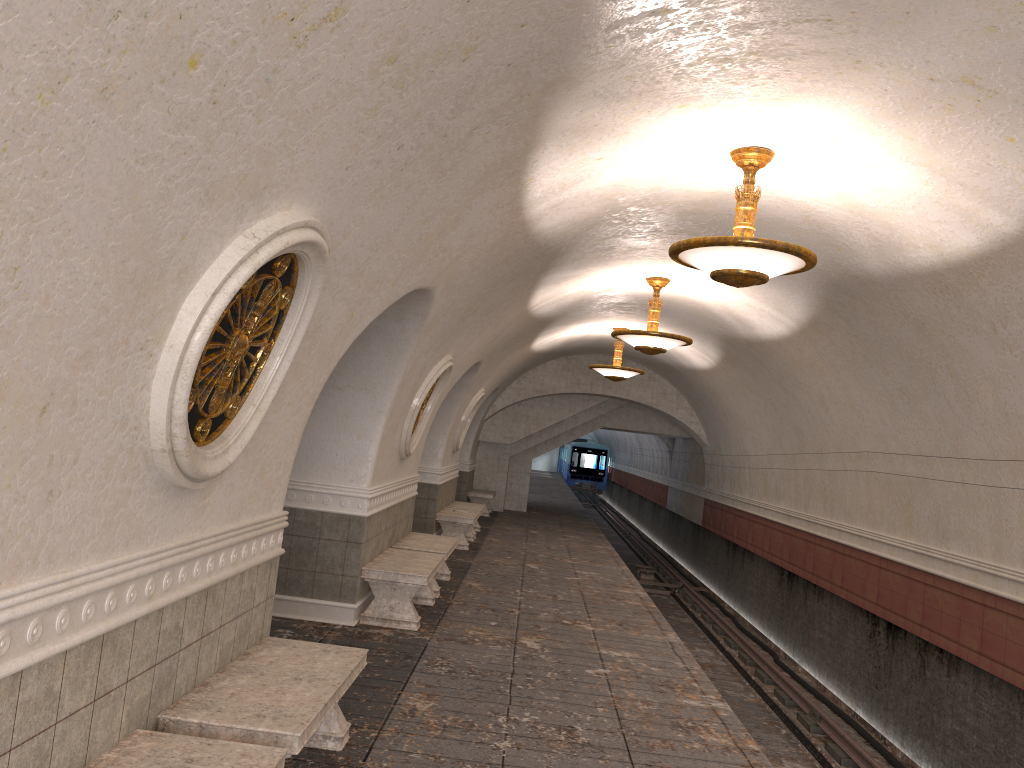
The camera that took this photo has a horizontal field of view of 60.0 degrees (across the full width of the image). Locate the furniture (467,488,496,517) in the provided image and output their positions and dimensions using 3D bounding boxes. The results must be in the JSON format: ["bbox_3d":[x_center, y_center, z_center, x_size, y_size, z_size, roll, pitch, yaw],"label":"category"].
[{"bbox_3d":[-0.736,2.798,20.978,0.613,0.508,1.509,7,-4,2],"label":"furniture"}]

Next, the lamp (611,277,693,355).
[{"bbox_3d":[1.764,-0.827,11.027,1.008,0.955,1.008,6,-4,18],"label":"lamp"}]

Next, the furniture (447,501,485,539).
[{"bbox_3d":[-0.862,2.496,16.368,0.613,0.508,1.509,7,-4,2],"label":"furniture"}]

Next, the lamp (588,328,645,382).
[{"bbox_3d":[1.896,-0.511,15.845,1.008,0.955,1.008,10,-5,-42],"label":"lamp"}]

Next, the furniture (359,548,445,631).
[{"bbox_3d":[-1.070,1.996,8.743,0.613,0.508,1.509,7,-4,2],"label":"furniture"}]

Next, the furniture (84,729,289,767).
[{"bbox_3d":[-1.234,1.603,2.738,0.613,0.508,1.509,7,-4,2],"label":"furniture"}]

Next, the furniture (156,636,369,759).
[{"bbox_3d":[-1.188,1.713,4.415,0.613,0.508,1.509,7,-4,2],"label":"furniture"}]

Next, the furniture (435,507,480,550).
[{"bbox_3d":[-0.908,2.386,14.691,0.613,0.508,1.509,7,-4,2],"label":"furniture"}]

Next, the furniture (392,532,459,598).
[{"bbox_3d":[-1.024,2.106,10.421,0.613,0.508,1.509,7,-4,2],"label":"furniture"}]

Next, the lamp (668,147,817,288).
[{"bbox_3d":[1.633,-1.143,6.211,1.008,0.955,1.008,6,-4,18],"label":"lamp"}]
